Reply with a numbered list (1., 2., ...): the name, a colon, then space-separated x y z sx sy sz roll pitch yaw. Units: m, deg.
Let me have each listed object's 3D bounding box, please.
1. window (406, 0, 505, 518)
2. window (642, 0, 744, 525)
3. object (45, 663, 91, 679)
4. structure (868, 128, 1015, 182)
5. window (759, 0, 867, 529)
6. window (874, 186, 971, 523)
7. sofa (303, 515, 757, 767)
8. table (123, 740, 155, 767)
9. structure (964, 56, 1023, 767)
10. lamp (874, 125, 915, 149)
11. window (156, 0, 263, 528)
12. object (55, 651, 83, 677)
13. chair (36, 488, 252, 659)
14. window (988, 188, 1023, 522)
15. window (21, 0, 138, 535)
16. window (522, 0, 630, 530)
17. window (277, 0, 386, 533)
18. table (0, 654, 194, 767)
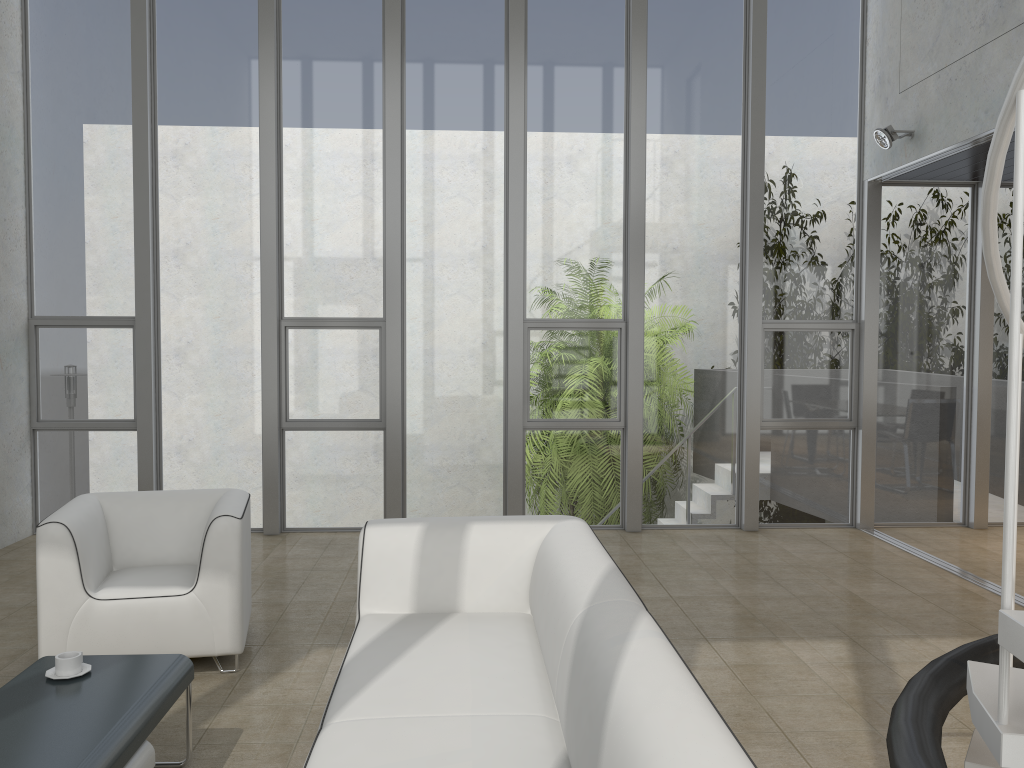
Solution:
1. window: -0.430 -1.721 6.698 0.741 5.650 0.010 0 3 -3
2. window: 1.395 -1.719 6.801 0.741 5.650 0.010 0 3 -3
3. object: -1.405 0.914 2.811 0.130 0.014 0.136 1 3 12
4. structure: 0.382 -2.083 4.710 10.665 6.605 9.817 0 3 -4
5. window: 2.308 -1.717 6.837 0.800 5.700 0.050 0 3 -3
6. window: 3.214 -0.219 6.974 0.741 2.645 0.010 0 3 -3
7. sofa: -0.083 0.931 2.530 0.971 0.638 2.601 0 3 -3
8. table: -1.496 1.203 2.156 0.929 0.276 0.901 0 3 -3
9. structure: 3.138 0.843 3.540 4.916 6.900 6.700 0 3 -3
10. lamp: 2.610 -1.692 6.097 0.228 0.154 0.197 0 3 -3
11. window: -2.254 -1.723 6.596 0.741 5.650 0.010 0 3 -3
12. object: -1.400 0.887 2.815 0.090 0.057 0.075 -2 4 -45
13. chair: -1.648 0.853 4.089 0.829 0.635 0.720 0 3 -13
14. window: 4.126 -0.218 7.025 0.741 2.645 0.010 0 3 -3
15. window: -3.165 -1.724 6.529 0.800 5.700 0.050 0 3 -3
16. window: 0.483 -1.719 6.735 0.800 5.700 0.050 0 3 -3
17. window: -1.341 -1.722 6.632 0.800 5.700 0.050 0 3 -3
18. table: -1.303 1.140 2.290 0.532 0.390 1.420 0 3 -3
